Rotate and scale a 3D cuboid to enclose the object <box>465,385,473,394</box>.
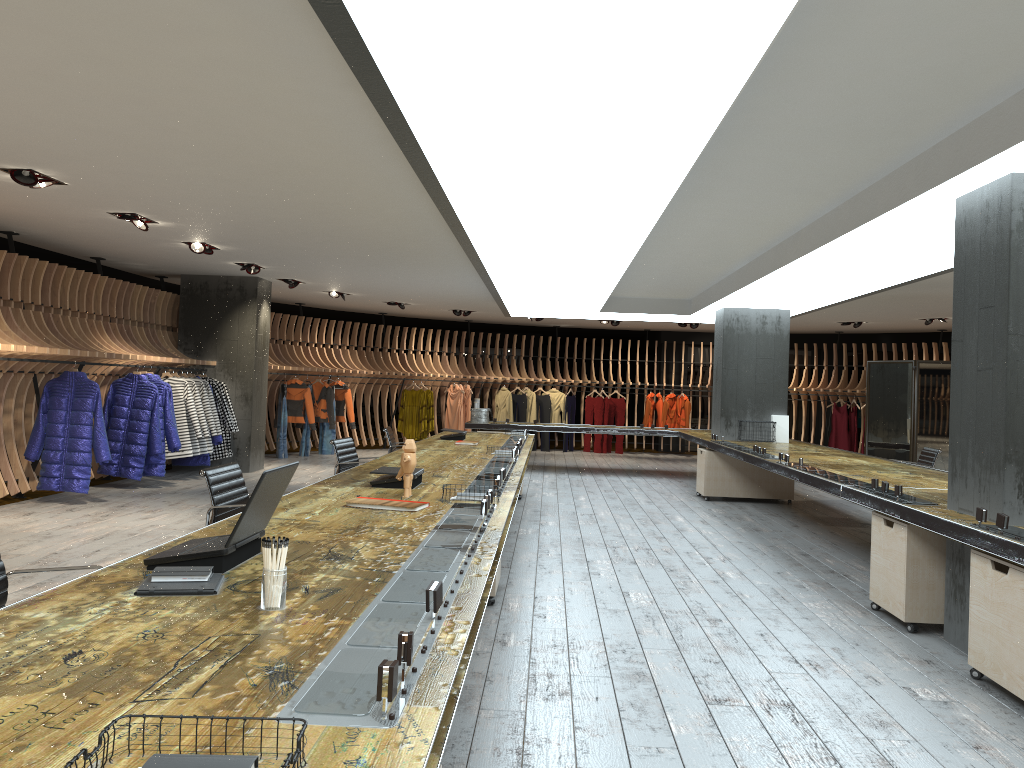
[{"bbox_3d":[-0.943,0.066,18.449,0.012,0.270,0.525,3,-1,-33],"label":"object"}]

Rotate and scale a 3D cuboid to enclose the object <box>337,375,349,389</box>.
[{"bbox_3d":[-3.200,-0.027,16.379,0.525,0.270,0.012,2,-1,32],"label":"object"}]

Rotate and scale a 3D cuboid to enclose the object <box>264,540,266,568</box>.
[{"bbox_3d":[-0.634,0.485,2.289,0.007,0.170,0.030,2,-1,13],"label":"object"}]

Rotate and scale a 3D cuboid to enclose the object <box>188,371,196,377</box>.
[{"bbox_3d":[-4.360,-0.089,12.065,0.525,0.270,0.012,2,-1,2],"label":"object"}]

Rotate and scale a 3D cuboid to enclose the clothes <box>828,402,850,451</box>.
[{"bbox_3d":[6.550,0.932,17.710,0.444,1.129,0.126,2,-1,0],"label":"clothes"}]

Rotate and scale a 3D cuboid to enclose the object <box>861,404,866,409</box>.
[{"bbox_3d":[6.991,0.365,17.324,0.525,0.270,0.012,2,-1,-33],"label":"object"}]

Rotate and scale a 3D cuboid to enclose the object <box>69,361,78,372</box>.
[{"bbox_3d":[-4.459,-0.104,9.014,0.525,0.270,0.012,2,-1,2],"label":"object"}]

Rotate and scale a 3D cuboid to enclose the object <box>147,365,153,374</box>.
[{"bbox_3d":[-4.386,-0.095,10.725,0.525,0.270,0.012,2,-1,2],"label":"object"}]

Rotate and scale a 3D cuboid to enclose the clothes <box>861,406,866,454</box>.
[{"bbox_3d":[6.966,0.946,17.291,0.443,1.129,0.127,3,-1,-35],"label":"clothes"}]

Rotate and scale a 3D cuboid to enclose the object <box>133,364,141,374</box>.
[{"bbox_3d":[-4.417,-0.084,10.406,0.523,0.292,0.012,2,-1,2],"label":"object"}]

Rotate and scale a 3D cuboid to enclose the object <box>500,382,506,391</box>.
[{"bbox_3d":[-0.168,0.100,18.825,0.012,0.270,0.525,3,-1,-33],"label":"object"}]

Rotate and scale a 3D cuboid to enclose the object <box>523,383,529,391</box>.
[{"bbox_3d":[0.309,0.119,18.999,0.012,0.270,0.525,3,-1,-43],"label":"object"}]

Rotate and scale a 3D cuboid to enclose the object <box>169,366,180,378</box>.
[{"bbox_3d":[-4.330,-0.071,11.422,0.518,0.313,0.012,2,-1,2],"label":"object"}]

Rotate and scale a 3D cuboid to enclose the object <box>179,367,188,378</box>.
[{"bbox_3d":[-4.319,-0.069,11.684,0.518,0.313,0.012,2,-1,2],"label":"object"}]

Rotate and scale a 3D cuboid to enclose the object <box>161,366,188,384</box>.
[{"bbox_3d":[-4.340,-0.072,11.186,0.518,0.313,0.012,2,-1,2],"label":"object"}]

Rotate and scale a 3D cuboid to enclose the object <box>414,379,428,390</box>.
[{"bbox_3d":[-1.831,0.034,17.871,0.525,0.270,0.012,2,-1,32],"label":"object"}]

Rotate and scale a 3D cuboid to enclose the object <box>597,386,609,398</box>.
[{"bbox_3d":[1.972,0.181,19.285,0.012,0.270,0.525,3,-1,-28],"label":"object"}]

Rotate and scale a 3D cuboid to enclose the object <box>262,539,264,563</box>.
[{"bbox_3d":[-0.639,0.485,2.298,0.007,0.170,0.030,1,-2,40],"label":"object"}]

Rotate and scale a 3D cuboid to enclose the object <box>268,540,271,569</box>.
[{"bbox_3d":[-0.626,0.485,2.283,0.007,0.170,0.030,2,-1,-14],"label":"object"}]

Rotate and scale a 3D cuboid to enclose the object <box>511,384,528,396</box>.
[{"bbox_3d":[0.124,0.111,18.928,0.525,0.270,0.012,2,-1,37],"label":"object"}]

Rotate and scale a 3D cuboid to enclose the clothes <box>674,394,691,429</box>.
[{"bbox_3d":[3.650,0.650,19.111,0.201,0.881,0.839,3,-1,-17],"label":"clothes"}]

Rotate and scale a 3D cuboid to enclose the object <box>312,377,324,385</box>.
[{"bbox_3d":[-3.479,-0.037,15.914,0.525,0.270,0.012,2,-1,22],"label":"object"}]

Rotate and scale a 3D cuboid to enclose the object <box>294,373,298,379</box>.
[{"bbox_3d":[-3.754,-0.052,15.389,0.525,0.270,0.012,2,-1,17],"label":"object"}]

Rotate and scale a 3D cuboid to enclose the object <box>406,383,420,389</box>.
[{"bbox_3d":[-1.967,0.028,17.749,0.525,0.270,0.012,2,-1,32],"label":"object"}]

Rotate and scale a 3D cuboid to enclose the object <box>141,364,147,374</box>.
[{"bbox_3d":[-4.378,-0.087,10.545,0.523,0.291,0.012,2,-1,2],"label":"object"}]

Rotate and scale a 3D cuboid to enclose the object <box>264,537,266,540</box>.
[{"bbox_3d":[-0.637,0.485,2.312,0.030,0.170,0.007,2,-1,-11],"label":"object"}]

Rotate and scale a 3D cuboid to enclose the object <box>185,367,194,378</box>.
[{"bbox_3d":[-4.311,-0.068,11.862,0.518,0.313,0.012,2,-1,2],"label":"object"}]

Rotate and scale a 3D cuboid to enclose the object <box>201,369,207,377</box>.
[{"bbox_3d":[-4.295,-0.057,12.408,0.518,0.313,0.012,2,-1,2],"label":"object"}]

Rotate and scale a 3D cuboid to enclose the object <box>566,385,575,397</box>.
[{"bbox_3d":[1.278,0.152,19.217,0.012,0.270,0.525,2,-1,27],"label":"object"}]

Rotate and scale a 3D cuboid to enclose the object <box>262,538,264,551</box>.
[{"bbox_3d":[-0.639,0.485,2.302,0.030,0.170,0.007,3,-2,-38],"label":"object"}]

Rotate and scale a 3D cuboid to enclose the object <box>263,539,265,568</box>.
[{"bbox_3d":[-0.637,0.485,2.293,0.007,0.170,0.030,2,-1,25],"label":"object"}]

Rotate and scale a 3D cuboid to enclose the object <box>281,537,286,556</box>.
[{"bbox_3d":[-0.603,0.487,2.318,0.007,0.170,0.030,2,-1,6],"label":"object"}]

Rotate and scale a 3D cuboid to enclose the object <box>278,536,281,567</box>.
[{"bbox_3d":[-0.612,0.486,2.323,0.007,0.170,0.030,3,-1,-21],"label":"object"}]

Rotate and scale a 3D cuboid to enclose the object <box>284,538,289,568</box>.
[{"bbox_3d":[-0.598,0.487,2.310,0.007,0.170,0.030,1,-1,33],"label":"object"}]

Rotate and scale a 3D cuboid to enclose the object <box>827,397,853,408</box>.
[{"bbox_3d":[6.558,0.350,17.707,0.525,0.270,0.012,2,-1,2],"label":"object"}]

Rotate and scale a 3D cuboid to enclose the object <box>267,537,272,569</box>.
[{"bbox_3d":[-0.631,0.485,2.320,0.030,0.170,0.007,2,-1,16],"label":"object"}]

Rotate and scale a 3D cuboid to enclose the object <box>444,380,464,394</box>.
[{"bbox_3d":[-1.194,0.057,18.318,0.525,0.270,0.012,2,-1,37],"label":"object"}]

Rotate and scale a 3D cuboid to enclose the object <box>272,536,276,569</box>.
[{"bbox_3d":[-0.622,0.486,2.324,0.030,0.170,0.007,1,-2,42],"label":"object"}]

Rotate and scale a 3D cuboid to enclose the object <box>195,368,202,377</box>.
[{"bbox_3d":[-4.299,-0.056,12.220,0.516,0.316,0.012,2,-1,2],"label":"object"}]

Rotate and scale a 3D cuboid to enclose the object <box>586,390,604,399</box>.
[{"bbox_3d":[1.806,0.174,19.279,0.012,0.270,0.525,3,-1,-43],"label":"object"}]

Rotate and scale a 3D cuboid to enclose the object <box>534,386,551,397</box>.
[{"bbox_3d":[0.607,0.129,19.069,0.525,0.270,0.012,2,-1,27],"label":"object"}]

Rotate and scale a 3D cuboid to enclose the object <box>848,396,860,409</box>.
[{"bbox_3d":[6.762,0.357,17.532,0.012,0.270,0.525,2,0,-3],"label":"object"}]

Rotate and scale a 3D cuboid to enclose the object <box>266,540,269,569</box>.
[{"bbox_3d":[-0.630,0.485,2.285,0.007,0.170,0.030,2,-1,-1],"label":"object"}]

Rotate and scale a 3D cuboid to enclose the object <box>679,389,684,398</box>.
[{"bbox_3d":[3.676,0.245,19.143,0.012,0.270,0.525,3,-1,-18],"label":"object"}]

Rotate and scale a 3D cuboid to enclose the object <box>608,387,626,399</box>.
[{"bbox_3d":[2.261,0.192,19.290,0.525,0.270,0.012,2,-1,42],"label":"object"}]

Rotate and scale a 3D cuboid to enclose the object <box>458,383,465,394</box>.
[{"bbox_3d":[-1.092,0.061,18.381,0.012,0.270,0.525,3,-1,-28],"label":"object"}]

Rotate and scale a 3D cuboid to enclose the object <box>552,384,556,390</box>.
[{"bbox_3d":[0.905,0.140,19.153,0.525,0.270,0.012,2,-1,27],"label":"object"}]

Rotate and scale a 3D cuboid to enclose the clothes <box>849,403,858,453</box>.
[{"bbox_3d":[6.724,0.938,17.532,0.127,1.129,0.443,2,-1,-5],"label":"clothes"}]
